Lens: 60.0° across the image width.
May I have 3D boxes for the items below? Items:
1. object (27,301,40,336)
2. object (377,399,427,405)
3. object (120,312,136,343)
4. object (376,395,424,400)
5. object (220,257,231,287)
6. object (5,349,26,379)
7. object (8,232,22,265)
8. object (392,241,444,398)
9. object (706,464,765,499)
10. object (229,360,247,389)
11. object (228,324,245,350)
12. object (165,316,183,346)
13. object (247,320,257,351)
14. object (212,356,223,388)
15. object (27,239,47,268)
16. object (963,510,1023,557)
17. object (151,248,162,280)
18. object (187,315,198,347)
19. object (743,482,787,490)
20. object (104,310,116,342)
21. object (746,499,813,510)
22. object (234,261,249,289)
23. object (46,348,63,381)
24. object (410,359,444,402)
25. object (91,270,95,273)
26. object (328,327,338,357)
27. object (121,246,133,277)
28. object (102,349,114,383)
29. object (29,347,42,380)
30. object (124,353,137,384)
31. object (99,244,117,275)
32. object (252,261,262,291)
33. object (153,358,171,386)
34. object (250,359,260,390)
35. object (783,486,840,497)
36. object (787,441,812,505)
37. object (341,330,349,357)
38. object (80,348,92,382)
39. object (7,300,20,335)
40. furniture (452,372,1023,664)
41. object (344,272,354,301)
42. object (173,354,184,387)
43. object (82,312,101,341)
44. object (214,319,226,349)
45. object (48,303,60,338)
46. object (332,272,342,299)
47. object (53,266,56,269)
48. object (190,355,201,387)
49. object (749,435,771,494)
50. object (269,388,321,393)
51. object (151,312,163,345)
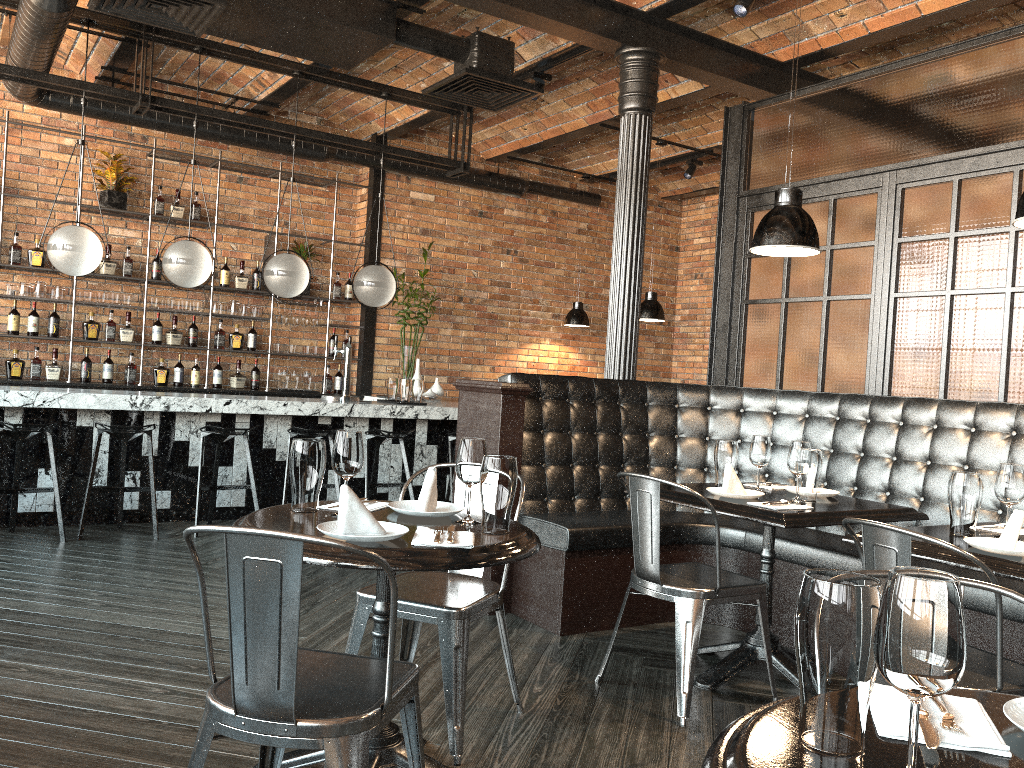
[{"bbox_3d":[-4.039,-0.549,7.489,0.086,0.298,0.086,4,1,16],"label":"object"},{"bbox_3d":[-0.928,0.153,7.462,0.273,0.019,0.437,3,1,-33],"label":"object"},{"bbox_3d":[-3.401,-0.501,7.850,0.123,0.279,0.123,3,1,-19],"label":"object"},{"bbox_3d":[-1.040,0.136,8.799,0.622,0.014,0.622,4,1,30],"label":"object"},{"bbox_3d":[-2.685,-1.041,8.309,0.086,0.299,0.086,4,1,16],"label":"object"},{"bbox_3d":[-4.147,-0.164,7.400,0.151,0.248,0.094,3,1,-44],"label":"object"},{"bbox_3d":[-4.125,-1.117,7.367,0.083,0.282,0.083,4,1,42],"label":"object"},{"bbox_3d":[-0.966,-0.628,8.775,0.584,1.546,0.673,4,1,6],"label":"object"},{"bbox_3d":[0.911,0.392,3.609,0.232,0.139,0.232,4,1,15],"label":"object"},{"bbox_3d":[-2.592,-0.090,8.393,0.123,0.279,0.123,3,1,-44],"label":"object"},{"bbox_3d":[-2.605,-0.440,8.383,0.151,0.248,0.094,3,1,-24],"label":"object"},{"bbox_3d":[-3.070,-0.482,8.064,0.123,0.279,0.123,3,1,-44],"label":"object"},{"bbox_3d":[-2.482,-0.458,8.479,0.086,0.298,0.086,4,1,16],"label":"object"},{"bbox_3d":[-2.754,-0.111,8.313,0.086,0.298,0.086,4,1,16],"label":"object"},{"bbox_3d":[-3.992,-1.091,7.454,0.151,0.248,0.094,3,1,-29],"label":"object"},{"bbox_3d":[1.486,0.438,2.659,0.232,0.139,0.232,4,1,42],"label":"object"},{"bbox_3d":[-3.193,-1.072,7.976,0.086,0.299,0.086,4,1,16],"label":"object"},{"bbox_3d":[-2.937,-0.486,8.171,0.086,0.299,0.086,4,1,16],"label":"object"},{"bbox_3d":[1.163,0.459,4.031,0.255,0.019,0.157,3,1,-37],"label":"object"},{"bbox_3d":[-3.524,-0.511,7.786,0.083,0.282,0.083,3,1,-33],"label":"object"},{"bbox_3d":[1.038,0.458,3.388,0.255,0.019,0.157,3,1,-32],"label":"object"},{"bbox_3d":[-2.552,-1.024,8.373,0.123,0.279,0.123,3,1,-24],"label":"object"},{"bbox_3d":[-3.893,-0.165,7.548,0.123,0.279,0.123,3,1,-19],"label":"object"},{"bbox_3d":[-0.820,-0.037,8.464,0.316,0.397,0.319,4,1,16],"label":"object"},{"bbox_3d":[-3.654,-1.098,7.681,0.086,0.298,0.086,4,1,16],"label":"object"},{"bbox_3d":[-1.794,-0.420,8.913,0.086,0.299,0.086,4,1,16],"label":"object"},{"bbox_3d":[-3.398,-1.075,7.839,0.083,0.282,0.083,3,1,-33],"label":"object"},{"bbox_3d":[-3.548,-0.156,7.797,0.086,0.298,0.086,4,1,16],"label":"object"},{"bbox_3d":[-4.017,-0.175,7.484,0.083,0.282,0.083,3,1,-33],"label":"object"},{"bbox_3d":[-3.392,-0.139,7.890,0.083,0.282,0.083,4,1,42],"label":"object"},{"bbox_3d":[-3.525,-1.080,7.740,0.123,0.279,0.123,3,1,-44],"label":"object"},{"bbox_3d":[-2.434,-1.028,8.469,0.086,0.297,0.086,4,1,16],"label":"object"},{"bbox_3d":[-3.174,-0.108,8.032,0.151,0.248,0.094,3,1,-24],"label":"object"},{"bbox_3d":[-2.458,-0.094,8.500,0.086,0.299,0.086,4,1,16],"label":"object"},{"bbox_3d":[1.301,0.415,3.844,0.232,0.139,0.232,4,1,15],"label":"object"},{"bbox_3d":[1.133,0.349,3.504,0.092,0.244,0.092,4,1,40],"label":"object"},{"bbox_3d":[-1.679,-0.405,8.984,0.083,0.282,0.083,3,1,-23],"label":"object"},{"bbox_3d":[-3.682,-0.163,7.671,0.086,0.297,0.086,4,1,1],"label":"object"},{"bbox_3d":[-4.147,-0.554,7.388,0.086,0.299,0.086,4,1,16],"label":"object"},{"bbox_3d":[1.957,0.681,2.985,1.979,1.212,5.451,3,1,-33],"label":"furniture"},{"bbox_3d":[-1.653,-0.984,9.005,0.086,0.298,0.086,4,1,21],"label":"object"},{"bbox_3d":[-3.051,-0.127,8.127,0.086,0.298,0.086,4,1,16],"label":"object"},{"bbox_3d":[-3.654,-0.500,7.702,0.151,0.248,0.094,3,1,-44],"label":"object"},{"bbox_3d":[-2.733,-0.465,8.300,0.083,0.282,0.083,4,1,42],"label":"object"},{"bbox_3d":[-3.896,-0.540,7.548,0.086,0.297,0.086,4,1,16],"label":"object"},{"bbox_3d":[-1.756,-0.981,8.906,0.083,0.282,0.083,3,1,-18],"label":"object"},{"bbox_3d":[-3.854,-1.108,7.559,0.086,0.298,0.086,4,1,16],"label":"object"},{"bbox_3d":[-2.921,-0.119,8.195,0.080,0.299,0.080,3,1,-31],"label":"object"},{"bbox_3d":[1.053,0.341,3.774,0.092,0.244,0.092,3,1,-16],"label":"object"},{"bbox_3d":[-2.115,0.067,8.661,0.437,0.019,0.273,3,1,-33],"label":"object"},{"bbox_3d":[-3.199,-0.500,8.005,0.086,0.298,0.086,4,1,16],"label":"object"}]
